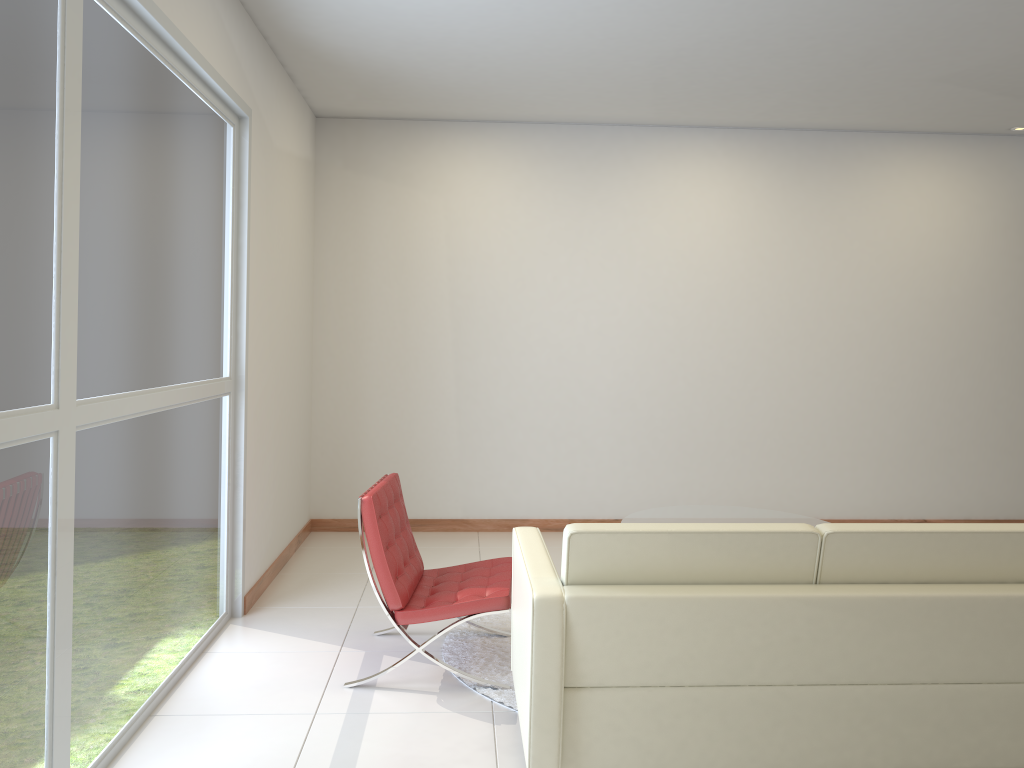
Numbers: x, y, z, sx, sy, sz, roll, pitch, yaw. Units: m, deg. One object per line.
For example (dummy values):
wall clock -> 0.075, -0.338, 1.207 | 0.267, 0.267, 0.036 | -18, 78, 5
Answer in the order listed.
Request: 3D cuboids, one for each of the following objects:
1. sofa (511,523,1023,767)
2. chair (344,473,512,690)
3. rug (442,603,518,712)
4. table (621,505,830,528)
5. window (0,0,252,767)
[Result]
sofa -> 1.305, 0.879, 3.145 | 2.564, 0.923, 1.001 | 1, 1, -3
chair -> -0.346, 0.871, 4.098 | 0.706, 0.817, 0.700 | 1, 1, 2
rug -> 1.329, 1.285, 4.320 | 3.327, 0.004, 2.445 | 1, 3, -2
table -> 1.296, 1.045, 5.122 | 1.320, 0.404, 1.539 | 1, 3, -4
window -> -1.380, -0.036, 3.037 | 0.121, 2.714, 3.435 | 1, 1, -3
